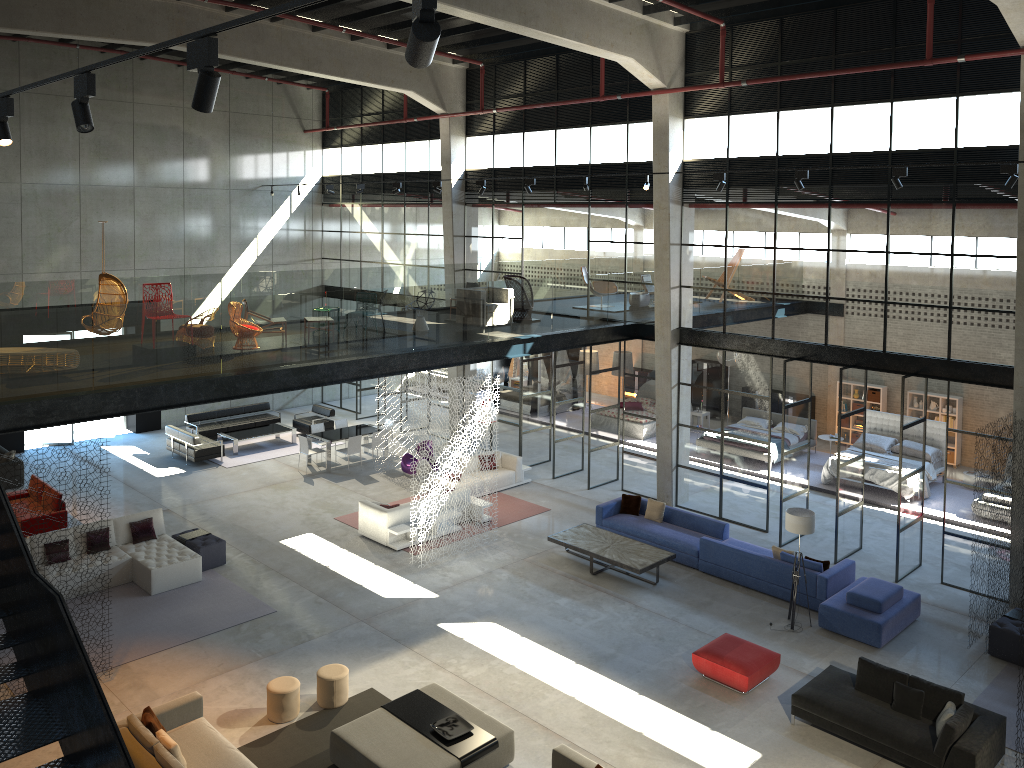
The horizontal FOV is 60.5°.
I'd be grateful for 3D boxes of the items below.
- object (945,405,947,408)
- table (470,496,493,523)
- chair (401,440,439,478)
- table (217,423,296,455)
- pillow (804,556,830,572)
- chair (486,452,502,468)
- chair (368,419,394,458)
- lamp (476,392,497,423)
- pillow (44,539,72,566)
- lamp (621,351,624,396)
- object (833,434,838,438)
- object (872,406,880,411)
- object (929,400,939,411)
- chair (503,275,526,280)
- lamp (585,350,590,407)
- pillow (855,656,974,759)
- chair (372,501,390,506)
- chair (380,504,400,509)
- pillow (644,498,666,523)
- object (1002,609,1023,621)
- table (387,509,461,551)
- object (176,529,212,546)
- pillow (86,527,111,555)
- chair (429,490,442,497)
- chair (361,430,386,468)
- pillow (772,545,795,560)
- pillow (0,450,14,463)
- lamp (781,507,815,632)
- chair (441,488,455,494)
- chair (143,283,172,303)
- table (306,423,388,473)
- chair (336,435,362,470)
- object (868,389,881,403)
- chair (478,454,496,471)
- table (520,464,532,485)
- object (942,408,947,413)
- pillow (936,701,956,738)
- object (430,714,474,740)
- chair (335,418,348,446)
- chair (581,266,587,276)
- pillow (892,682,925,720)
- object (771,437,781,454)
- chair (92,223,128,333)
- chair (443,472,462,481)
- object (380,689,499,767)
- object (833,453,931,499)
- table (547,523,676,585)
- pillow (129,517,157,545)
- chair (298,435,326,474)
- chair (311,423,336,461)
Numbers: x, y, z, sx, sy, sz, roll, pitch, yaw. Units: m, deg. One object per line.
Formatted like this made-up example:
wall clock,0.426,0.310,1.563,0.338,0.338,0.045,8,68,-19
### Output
object,10.990,0.623,22.081,0.174,0.168,0.176,2,7,13
table,-0.920,2.522,18.024,0.302,0.366,1.212,-5,11,-44
chair,-2.184,1.764,20.897,0.801,0.742,0.661,-6,9,-44
table,-6.731,1.442,23.191,1.814,0.404,0.908,-10,14,-44
pillow,4.917,2.970,14.148,0.399,0.368,0.262,4,6,24
chair,-0.423,1.762,20.181,0.380,0.334,0.257,-1,6,-11
chair,-3.347,1.383,22.498,0.548,0.863,0.423,-4,7,-45
lamp,-0.530,0.224,18.541,0.441,1.092,0.443,-2,5,-36
pillow,-7.438,2.764,14.374,0.386,0.332,0.220,-6,8,-42
lamp,3.453,-0.025,26.991,0.802,1.908,0.689,0,4,-3
object,7.991,1.272,21.596,0.168,0.089,0.171,2,9,7
object,9.706,0.655,23.342,0.059,0.132,0.262,-3,9,-44
object,10.702,0.549,22.248,0.165,0.249,0.168,1,5,0
chair,0.135,-1.944,19.741,0.688,0.979,0.837,2,6,15
lamp,2.424,-0.068,27.155,0.802,1.909,0.689,0,4,-3
pillow,4.772,3.707,10.219,0.742,0.414,1.606,-2,11,-15
chair,-2.479,2.385,16.923,0.391,0.269,0.322,4,8,20
chair,-2.304,2.418,16.714,0.402,0.333,0.286,1,6,0
pillow,2.738,2.430,16.804,0.208,0.378,0.405,-4,8,-43
object,7.413,3.419,12.674,0.302,0.098,0.523,-8,13,-39
table,-1.647,2.775,16.674,0.302,0.366,1.580,7,12,45
object,-5.641,2.716,15.580,0.302,0.098,0.522,9,14,39
pillow,-6.986,2.650,14.825,0.193,0.374,0.409,5,8,45
chair,-1.568,2.283,17.421,0.270,0.315,0.396,4,9,32
chair,-3.423,1.551,21.619,0.422,0.863,0.549,-4,7,-45
pillow,4.503,2.892,14.506,0.208,0.378,0.405,-4,8,-43
pillow,-11.519,1.768,19.784,0.548,0.373,0.648,-3,10,-22
lamp,4.269,2.817,13.219,0.431,1.730,0.671,4,5,42
chair,-1.328,2.249,17.608,0.398,0.319,0.270,-7,9,-43
chair,-5.643,-1.130,14.263,0.649,0.973,0.665,-5,7,-45
table,-4.075,1.568,21.783,1.814,0.750,0.908,-9,12,-44
chair,-3.921,1.641,21.128,0.422,0.863,0.549,-4,7,-45
object,9.681,0.310,23.321,0.326,0.295,0.326,-6,10,-44
chair,-0.551,1.792,20.021,0.410,0.333,0.259,-1,6,-12
table,0.027,2.058,20.487,0.302,0.366,0.909,-5,11,-44
object,10.859,0.662,22.019,0.116,0.111,0.117,-6,9,-42
pillow,4.893,3.785,9.886,0.208,0.313,0.345,3,8,24
object,-0.669,3.853,9.830,0.388,0.035,0.390,-9,14,-40
chair,-4.228,1.386,22.432,0.422,0.863,0.549,-4,7,-45
chair,2.318,-2.533,22.815,0.976,1.019,0.801,-1,6,-16
pillow,4.647,3.708,10.295,0.345,0.305,0.188,7,8,43
object,5.917,1.434,22.239,0.723,0.244,2.129,-9,14,-44
chair,-6.358,-1.634,13.655,0.639,1.763,0.602,2,4,20
chair,-1.292,2.019,19.186,0.415,0.107,0.413,1,10,1
object,-0.852,3.888,10.007,0.539,0.086,1.486,-10,15,-43
object,8.235,2.002,19.857,0.655,0.652,2.302,-5,12,-41
table,1.727,3.031,15.456,1.033,0.395,2.082,-9,14,-44
pillow,-6.449,2.568,15.344,0.237,0.342,0.416,6,9,44
chair,-4.802,1.644,21.062,0.548,0.863,0.423,-4,7,-45
chair,-4.726,1.475,21.941,0.422,0.863,0.549,-4,7,-45
